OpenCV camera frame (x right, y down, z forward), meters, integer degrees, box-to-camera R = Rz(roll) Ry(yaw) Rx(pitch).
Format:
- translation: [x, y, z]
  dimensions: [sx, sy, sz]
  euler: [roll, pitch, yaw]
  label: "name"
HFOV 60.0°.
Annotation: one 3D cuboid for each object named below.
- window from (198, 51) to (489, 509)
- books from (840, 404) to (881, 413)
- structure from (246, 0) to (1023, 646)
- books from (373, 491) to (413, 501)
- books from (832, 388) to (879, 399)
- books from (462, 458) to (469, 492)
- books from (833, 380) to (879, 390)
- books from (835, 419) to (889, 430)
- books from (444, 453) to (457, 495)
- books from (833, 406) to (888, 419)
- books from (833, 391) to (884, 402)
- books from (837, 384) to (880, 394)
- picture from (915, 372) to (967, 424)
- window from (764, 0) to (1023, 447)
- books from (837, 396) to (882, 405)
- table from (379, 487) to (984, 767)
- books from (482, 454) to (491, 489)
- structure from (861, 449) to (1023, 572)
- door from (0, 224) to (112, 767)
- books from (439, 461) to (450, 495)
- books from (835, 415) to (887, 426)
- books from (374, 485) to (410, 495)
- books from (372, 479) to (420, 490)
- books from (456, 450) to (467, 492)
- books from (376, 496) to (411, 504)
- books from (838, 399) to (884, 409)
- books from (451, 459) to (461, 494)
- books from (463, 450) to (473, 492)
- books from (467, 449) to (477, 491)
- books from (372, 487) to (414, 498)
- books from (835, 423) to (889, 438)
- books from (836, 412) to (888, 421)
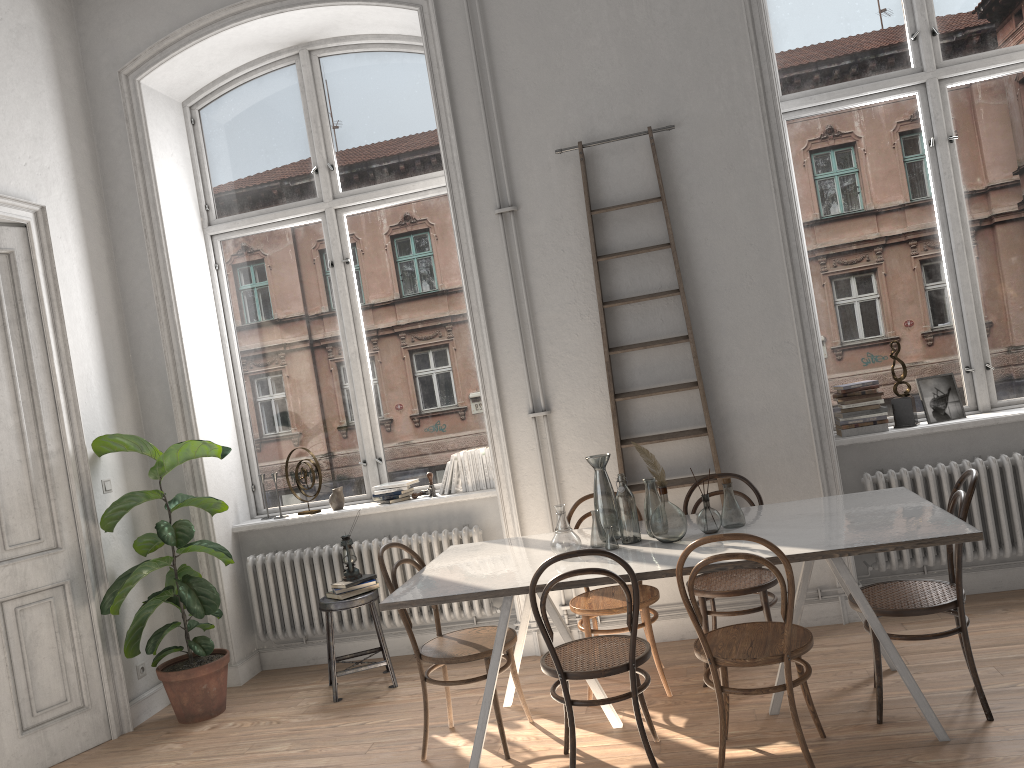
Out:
- translation: [-1.093, -0.696, 5.744]
  dimensions: [1.623, 2.843, 0.013]
  euler: [-9, 0, 11]
  label: "window"
- translation: [1.971, 0.134, 5.013]
  dimensions: [0.205, 0.022, 0.155]
  euler: [-9, 0, 25]
  label: "books"
- translation: [0.591, -0.796, 5.006]
  dimensions: [5.183, 4.474, 0.340]
  euler: [-9, 0, 11]
  label: "structure"
- translation: [-0.740, 0.699, 5.546]
  dimensions: [0.205, 0.022, 0.155]
  euler: [-9, 0, 31]
  label: "books"
- translation: [1.944, 0.050, 5.016]
  dimensions: [0.231, 0.023, 0.162]
  euler: [-9, 0, 27]
  label: "books"
- translation: [-0.268, 0.552, 5.467]
  dimensions: [0.020, 0.205, 0.155]
  euler: [-9, 0, 11]
  label: "books"
- translation: [1.946, 0.006, 5.023]
  dimensions: [0.201, 0.024, 0.159]
  euler: [-9, 0, 1]
  label: "books"
- translation: [1.969, 0.223, 5.004]
  dimensions: [0.249, 0.023, 0.175]
  euler: [-9, 0, 7]
  label: "books"
- translation: [-0.367, 0.552, 5.484]
  dimensions: [0.100, 0.235, 0.174]
  euler: [-9, 0, 11]
  label: "books"
- translation: [1.971, 0.159, 5.018]
  dimensions: [0.245, 0.028, 0.193]
  euler: [-9, 0, 6]
  label: "books"
- translation: [1.955, 0.070, 5.014]
  dimensions: [0.244, 0.019, 0.174]
  euler: [-9, 0, 11]
  label: "books"
- translation: [1.953, 0.026, 5.013]
  dimensions: [0.205, 0.020, 0.155]
  euler: [-9, 0, 11]
  label: "books"
- translation: [2.386, 0.083, 4.980]
  dimensions: [0.221, 0.264, 0.149]
  euler: [-9, 0, -6]
  label: "picture"
- translation: [8.405, -6.655, 6.771]
  dimensions: [14.389, 15.936, 26.390]
  euler: [-9, 0, 11]
  label: "window"
- translation: [1.963, 0.089, 5.013]
  dimensions: [0.205, 0.022, 0.155]
  euler: [-9, 0, 6]
  label: "books"
- translation: [0.712, 1.051, 3.787]
  dimensions: [2.201, 0.780, 1.100]
  euler: [-9, 0, 11]
  label: "table"
- translation: [-0.143, 0.531, 5.442]
  dimensions: [0.020, 0.205, 0.155]
  euler: [-9, 0, 11]
  label: "books"
- translation: [2.675, 0.640, 4.738]
  dimensions: [1.577, 0.552, 0.194]
  euler: [-9, 0, 11]
  label: "structure"
- translation: [-2.677, 0.575, 4.367]
  dimensions: [0.216, 2.814, 1.096]
  euler: [-9, 0, 36]
  label: "door"
- translation: [-0.400, 0.577, 5.496]
  dimensions: [0.105, 0.194, 0.155]
  euler: [-9, 0, 10]
  label: "books"
- translation: [1.966, 0.200, 5.004]
  dimensions: [0.249, 0.023, 0.175]
  euler: [-9, 0, 12]
  label: "books"
- translation: [-0.745, 0.657, 5.532]
  dimensions: [0.205, 0.020, 0.155]
  euler: [-9, 0, 1]
  label: "books"
- translation: [-0.726, 0.628, 5.548]
  dimensions: [0.244, 0.019, 0.174]
  euler: [-9, 0, 21]
  label: "books"
- translation: [-0.292, 0.537, 5.492]
  dimensions: [0.024, 0.243, 0.175]
  euler: [-9, 0, 11]
  label: "books"
- translation: [-0.742, 0.723, 5.551]
  dimensions: [0.147, 0.023, 0.221]
  euler: [-9, 0, -30]
  label: "books"
- translation: [1.971, 0.110, 5.018]
  dimensions: [0.222, 0.024, 0.158]
  euler: [-9, 0, 11]
  label: "books"
- translation: [-0.339, 0.564, 5.481]
  dimensions: [0.072, 0.203, 0.155]
  euler: [-9, 0, 11]
  label: "books"
- translation: [-0.252, 0.530, 5.452]
  dimensions: [0.024, 0.243, 0.175]
  euler: [-9, 0, 11]
  label: "books"
- translation: [-0.228, 0.526, 5.457]
  dimensions: [0.019, 0.244, 0.174]
  euler: [-9, 0, 11]
  label: "books"
- translation: [-0.741, 0.677, 5.545]
  dimensions: [0.221, 0.023, 0.147]
  euler: [-9, 0, 27]
  label: "books"
- translation: [1.973, 0.255, 5.006]
  dimensions: [0.248, 0.043, 0.192]
  euler: [-9, 0, 11]
  label: "books"
- translation: [1.975, 0.179, 5.017]
  dimensions: [0.255, 0.014, 0.192]
  euler: [-9, 0, 14]
  label: "books"
